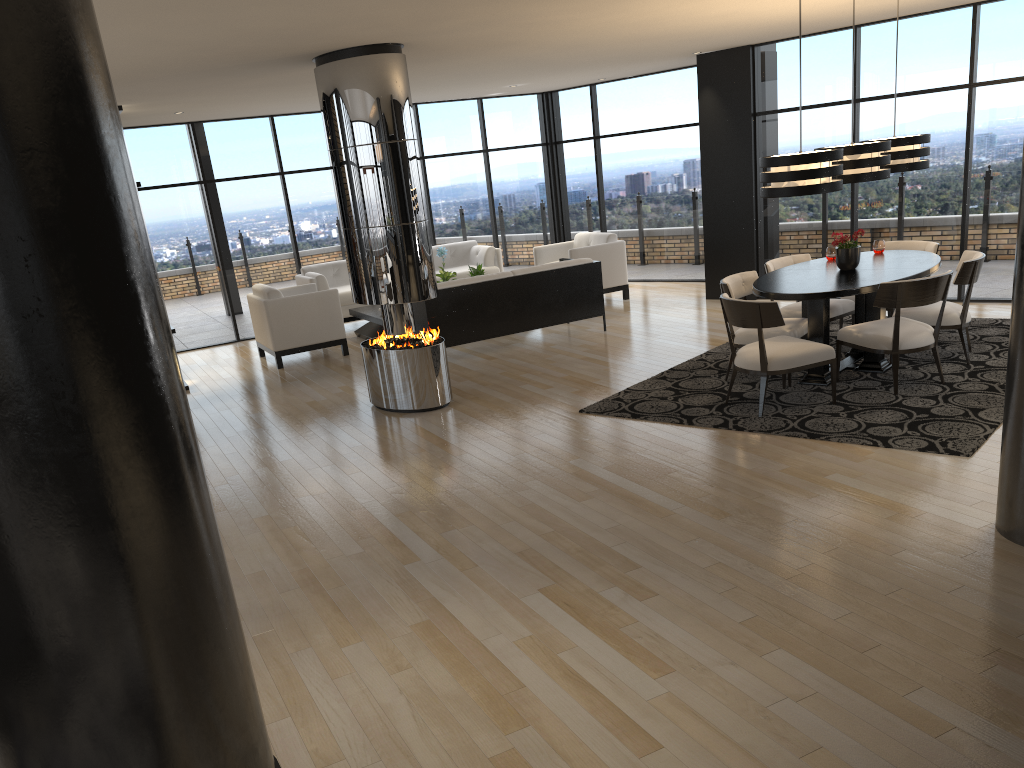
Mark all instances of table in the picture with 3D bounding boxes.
[{"bbox_3d":[-0.818,-0.861,10.846,2.014,0.361,1.242,-13,16,-24],"label":"table"},{"bbox_3d":[2.640,-0.513,6.950,1.200,0.790,2.067,8,21,43],"label":"table"}]

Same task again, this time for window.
[{"bbox_3d":[-2.748,-1.748,5.875,15.649,4.918,10.016,-18,18,-37],"label":"window"}]

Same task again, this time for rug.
[{"bbox_3d":[2.733,-0.160,7.108,2.699,0.011,3.650,6,19,41],"label":"rug"}]

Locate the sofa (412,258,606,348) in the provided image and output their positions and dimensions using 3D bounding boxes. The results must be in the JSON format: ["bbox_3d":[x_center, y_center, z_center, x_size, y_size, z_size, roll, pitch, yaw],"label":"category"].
[{"bbox_3d":[-0.107,-0.824,9.406,2.014,0.826,0.823,-13,18,-24],"label":"sofa"}]

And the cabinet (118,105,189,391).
[{"bbox_3d":[-4.570,-1.364,9.561,1.176,2.815,2.614,-15,18,-23],"label":"cabinet"}]

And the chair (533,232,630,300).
[{"bbox_3d":[0.879,-1.507,11.551,0.847,0.879,0.984,-14,18,-24],"label":"chair"}]

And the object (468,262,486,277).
[{"bbox_3d":[-0.426,-1.311,10.937,0.282,0.380,0.210,9,23,41],"label":"object"}]

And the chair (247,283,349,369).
[{"bbox_3d":[-2.446,-0.740,10.065,0.847,0.879,0.984,-14,18,-24],"label":"chair"}]

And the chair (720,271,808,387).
[{"bbox_3d":[1.970,-0.441,6.904,0.613,0.828,0.628,5,20,34],"label":"chair"}]

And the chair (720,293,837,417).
[{"bbox_3d":[1.810,-0.235,6.159,0.612,0.828,0.629,-12,18,-18],"label":"chair"}]

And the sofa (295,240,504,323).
[{"bbox_3d":[-1.477,-1.346,12.015,2.671,0.879,0.839,-13,18,-24],"label":"sofa"}]

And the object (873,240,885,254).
[{"bbox_3d":[3.097,-1.159,7.449,0.095,0.109,0.092,-4,17,8],"label":"object"}]

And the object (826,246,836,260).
[{"bbox_3d":[2.674,-1.091,7.379,0.094,0.109,0.094,-19,20,-35],"label":"object"}]

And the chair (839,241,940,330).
[{"bbox_3d":[3.312,-0.798,7.692,0.610,0.828,0.631,-15,19,-26],"label":"chair"}]

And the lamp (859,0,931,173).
[{"bbox_3d":[3.069,-2.396,7.057,0.532,1.365,0.525,9,23,39],"label":"lamp"}]

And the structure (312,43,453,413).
[{"bbox_3d":[-1.013,-1.167,7.101,0.578,2.817,0.881,-20,23,-36],"label":"structure"}]

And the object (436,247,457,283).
[{"bbox_3d":[-0.804,-1.351,10.711,0.355,0.648,0.360,-8,18,-6],"label":"object"}]

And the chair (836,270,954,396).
[{"bbox_3d":[2.744,-0.381,6.302,0.639,0.828,0.603,-12,18,-18],"label":"chair"}]

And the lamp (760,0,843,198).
[{"bbox_3d":[1.901,-1.945,5.815,0.532,1.365,0.525,9,23,39],"label":"lamp"}]

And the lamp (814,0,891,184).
[{"bbox_3d":[2.485,-2.171,6.436,0.532,1.365,0.525,9,23,39],"label":"lamp"}]

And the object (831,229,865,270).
[{"bbox_3d":[2.573,-1.032,6.792,0.227,0.306,0.233,9,23,42],"label":"object"}]

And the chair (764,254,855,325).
[{"bbox_3d":[2.505,-0.660,7.524,0.633,0.828,0.609,-19,21,-36],"label":"chair"}]

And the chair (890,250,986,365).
[{"bbox_3d":[3.291,-0.579,6.830,0.615,0.828,0.626,2,19,27],"label":"chair"}]

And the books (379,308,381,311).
[{"bbox_3d":[-1.376,-0.892,10.222,0.308,0.130,0.217,-3,16,13],"label":"books"}]
